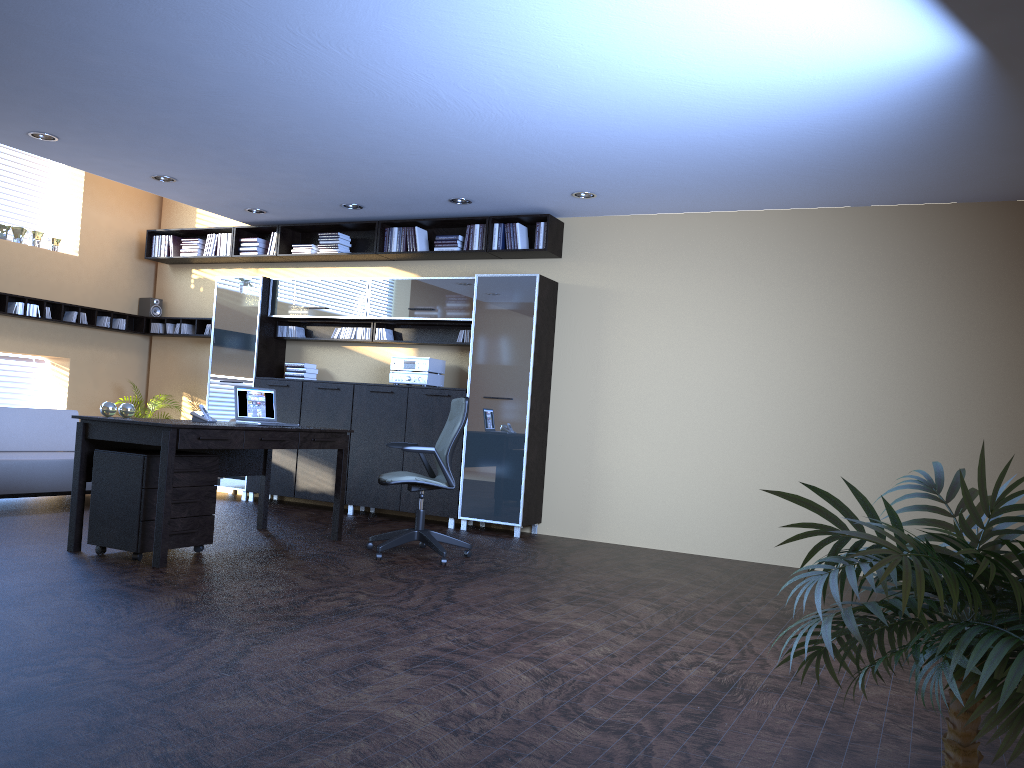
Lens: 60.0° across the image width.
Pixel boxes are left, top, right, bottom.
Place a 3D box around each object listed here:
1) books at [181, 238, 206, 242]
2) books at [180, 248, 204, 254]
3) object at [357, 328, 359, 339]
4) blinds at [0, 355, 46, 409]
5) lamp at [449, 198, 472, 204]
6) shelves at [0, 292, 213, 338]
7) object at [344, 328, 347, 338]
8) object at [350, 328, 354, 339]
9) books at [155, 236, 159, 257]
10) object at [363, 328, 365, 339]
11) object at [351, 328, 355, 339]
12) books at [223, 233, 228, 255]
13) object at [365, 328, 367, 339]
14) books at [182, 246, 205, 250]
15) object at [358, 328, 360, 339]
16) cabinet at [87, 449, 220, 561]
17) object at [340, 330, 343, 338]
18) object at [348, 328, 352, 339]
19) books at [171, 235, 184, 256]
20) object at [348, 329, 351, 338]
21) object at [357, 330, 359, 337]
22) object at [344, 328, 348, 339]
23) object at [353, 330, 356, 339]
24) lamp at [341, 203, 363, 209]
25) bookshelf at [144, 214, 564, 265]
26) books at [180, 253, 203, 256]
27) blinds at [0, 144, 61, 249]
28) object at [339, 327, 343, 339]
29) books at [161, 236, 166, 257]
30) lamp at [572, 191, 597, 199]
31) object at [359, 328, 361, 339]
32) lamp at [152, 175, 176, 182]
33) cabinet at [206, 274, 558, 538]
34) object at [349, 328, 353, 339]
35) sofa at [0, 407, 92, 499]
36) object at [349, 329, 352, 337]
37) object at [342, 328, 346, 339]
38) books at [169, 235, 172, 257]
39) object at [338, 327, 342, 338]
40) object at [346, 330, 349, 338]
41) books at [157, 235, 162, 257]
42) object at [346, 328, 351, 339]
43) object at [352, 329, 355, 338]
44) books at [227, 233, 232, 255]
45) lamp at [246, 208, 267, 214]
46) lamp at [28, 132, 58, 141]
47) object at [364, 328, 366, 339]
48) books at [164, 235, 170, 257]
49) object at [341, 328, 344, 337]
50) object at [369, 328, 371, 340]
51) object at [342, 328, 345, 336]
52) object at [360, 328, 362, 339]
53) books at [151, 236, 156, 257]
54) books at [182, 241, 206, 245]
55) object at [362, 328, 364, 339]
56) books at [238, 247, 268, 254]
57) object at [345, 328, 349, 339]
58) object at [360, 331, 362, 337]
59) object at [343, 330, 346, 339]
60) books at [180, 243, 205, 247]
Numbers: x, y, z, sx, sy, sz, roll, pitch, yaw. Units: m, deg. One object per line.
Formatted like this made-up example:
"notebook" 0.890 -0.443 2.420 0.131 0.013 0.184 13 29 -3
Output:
"books" -3.645 -1.644 10.233 0.258 0.028 0.208 3 -2 25
"books" -3.650 -1.518 10.225 0.258 0.050 0.208 3 -2 25
"object" -1.568 -0.520 9.260 0.006 0.118 0.140 4 -2 26
"blinds" -6.466 0.228 7.538 0.047 1.366 5.398 4 -2 26
"lamp" -0.463 -1.712 8.086 0.209 0.096 0.208 3 -2 20
"shelves" -5.302 -0.879 7.525 1.248 0.213 6.630 3 -3 26
"object" -1.710 -0.527 9.330 0.040 0.118 0.142 4 -2 26
"object" -1.636 -0.523 9.297 0.040 0.118 0.142 4 -2 25
"books" -4.111 -1.596 10.449 0.050 0.258 0.208 4 -1 25
"object" -1.497 -0.516 9.224 0.009 0.120 0.142 4 -2 26
"object" -1.628 -0.523 9.292 0.040 0.118 0.142 4 -2 26
"books" -3.154 -1.547 9.979 0.050 0.258 0.208 4 -1 26
"object" -1.476 -0.515 9.221 0.009 0.120 0.142 4 -2 26
"books" -3.630 -1.557 10.229 0.258 0.028 0.208 3 -2 26
"object" -1.557 -0.519 9.260 0.006 0.118 0.140 4 -2 26
"cabinet" -2.383 0.797 5.947 0.500 0.679 0.635 3 -2 26
"object" -1.754 -0.529 9.353 0.036 0.116 0.140 4 -2 26
"object" -1.664 -0.525 9.309 0.040 0.118 0.142 4 -2 26
"books" -3.887 -1.585 10.337 0.075 0.259 0.208 4 -1 25
"object" -1.665 -0.525 9.305 0.036 0.116 0.140 4 -2 26
"object" -1.567 -0.520 9.263 0.009 0.120 0.142 4 -2 26
"object" -1.699 -0.527 9.328 0.040 0.118 0.142 4 -2 26
"object" -1.610 -0.522 9.281 0.040 0.118 0.142 4 -2 26
"lamp" -1.548 -1.768 8.608 0.209 0.096 0.208 3 -2 20
"bookshelf" -1.896 -1.499 9.401 5.121 0.340 0.362 3 -2 26
"books" -3.647 -1.467 10.215 0.258 0.050 0.208 3 -2 26
"blinds" -6.284 -2.341 7.573 0.039 1.460 5.398 4 -2 26
"object" -1.765 -0.530 9.354 0.040 0.118 0.142 4 -2 26
"books" -4.018 -1.591 10.402 0.050 0.258 0.208 4 -1 26
"lamp" 0.622 -1.656 7.564 0.209 0.096 0.208 2 -3 44
"object" -1.543 -0.519 9.244 0.009 0.120 0.142 4 -2 26
"lamp" -3.153 -1.905 8.042 0.209 0.096 0.208 4 -2 8
"cabinet" -1.491 0.122 9.059 3.873 2.398 0.491 3 -1 26
"object" -1.647 -0.524 9.297 0.040 0.118 0.142 4 -2 26
"sofa" -4.479 0.645 8.018 1.014 0.848 2.059 3 -2 26
"object" -1.653 -0.524 9.308 0.040 0.118 0.142 4 -2 26
"object" -1.729 -0.528 9.335 0.040 0.118 0.142 4 -2 26
"books" -3.913 -1.586 10.355 0.075 0.259 0.208 4 -1 25
"object" -1.774 -0.531 9.359 0.040 0.118 0.142 4 -2 25
"object" -1.683 -0.526 9.316 0.036 0.116 0.140 4 -2 26
"books" -4.068 -1.594 10.417 0.050 0.258 0.208 4 -1 25
"object" -1.675 -0.526 9.308 0.040 0.118 0.142 4 -2 26
"object" -1.620 -0.523 9.283 0.036 0.116 0.140 4 -2 26
"books" -3.108 -1.544 9.957 0.050 0.258 0.208 4 -1 26
"lamp" -2.633 -1.825 9.130 0.209 0.096 0.208 2 -3 44
"lamp" -3.673 -1.985 6.955 0.209 0.096 0.208 4 -2 -4
"object" -1.487 -0.516 9.221 0.009 0.120 0.142 4 -2 26
"books" -3.971 -1.589 10.380 0.050 0.258 0.208 4 -1 25
"object" -1.746 -0.529 9.346 0.036 0.116 0.140 4 -2 26
"object" -1.434 -0.513 9.191 0.009 0.120 0.142 4 -2 26
"object" -1.736 -0.529 9.344 0.036 0.116 0.140 4 -2 26
"object" -1.533 -0.518 9.240 0.006 0.118 0.140 4 -2 25
"books" -4.159 -1.599 10.469 0.050 0.258 0.208 4 -1 26
"books" -3.627 -1.614 10.225 0.258 0.028 0.208 3 -2 25
"object" -1.516 -0.518 9.231 0.009 0.120 0.142 4 -2 26
"books" -2.865 -1.478 9.839 0.258 0.050 0.208 3 -2 25
"object" -1.693 -0.526 9.317 0.036 0.116 0.140 4 -2 25
"object" -1.532 -0.518 9.243 0.009 0.120 0.142 4 -2 26
"object" -1.718 -0.528 9.336 0.036 0.116 0.140 4 -2 25
"books" -3.647 -1.588 10.216 0.258 0.028 0.208 3 -3 26
